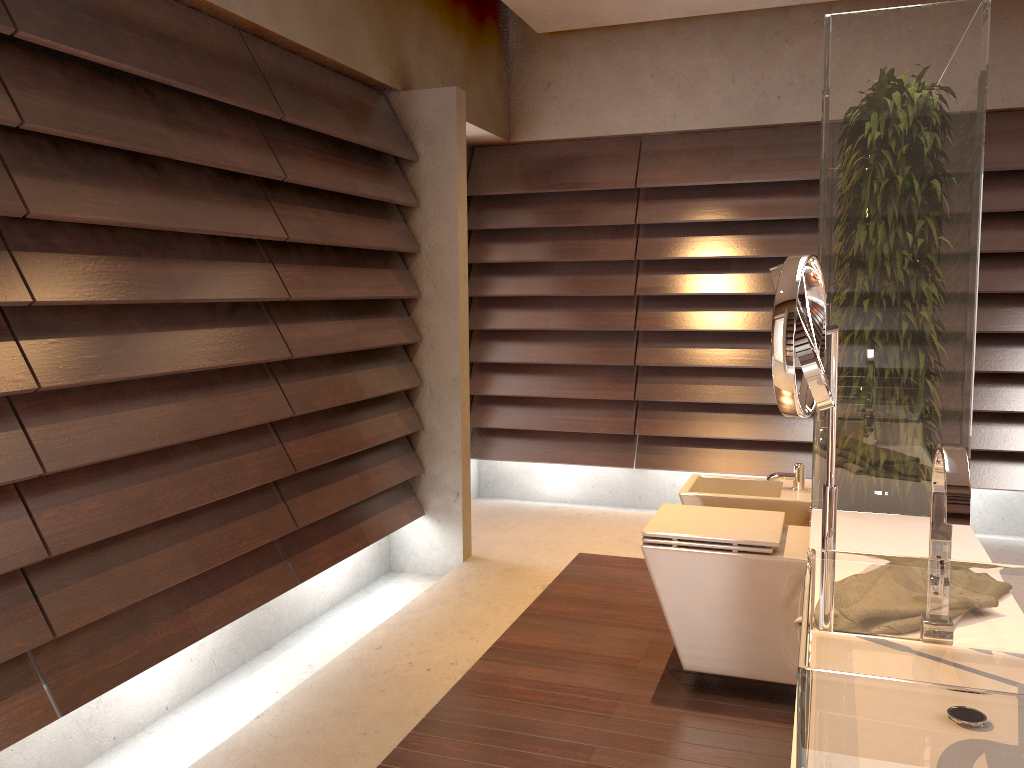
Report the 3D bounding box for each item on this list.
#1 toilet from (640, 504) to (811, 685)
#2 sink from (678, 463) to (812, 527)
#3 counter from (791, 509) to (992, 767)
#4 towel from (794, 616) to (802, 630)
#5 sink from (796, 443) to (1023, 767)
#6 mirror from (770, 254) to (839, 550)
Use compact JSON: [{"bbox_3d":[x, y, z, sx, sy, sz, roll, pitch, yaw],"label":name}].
[{"bbox_3d":[0.649,0.609,2.657,0.468,0.400,0.357,2,6,19],"label":"toilet"},{"bbox_3d":[0.881,0.512,3.309,0.468,0.456,0.357,2,6,19],"label":"sink"},{"bbox_3d":[0.912,0.587,2.173,0.350,0.686,2.931,2,6,19],"label":"counter"},{"bbox_3d":[0.657,0.376,1.523,0.202,0.027,0.394,4,8,39],"label":"towel"},{"bbox_3d":[0.504,0.266,0.988,0.340,0.357,0.486,2,6,19],"label":"sink"},{"bbox_3d":[0.355,0.141,1.086,0.074,0.589,0.316,2,6,22],"label":"mirror"}]
